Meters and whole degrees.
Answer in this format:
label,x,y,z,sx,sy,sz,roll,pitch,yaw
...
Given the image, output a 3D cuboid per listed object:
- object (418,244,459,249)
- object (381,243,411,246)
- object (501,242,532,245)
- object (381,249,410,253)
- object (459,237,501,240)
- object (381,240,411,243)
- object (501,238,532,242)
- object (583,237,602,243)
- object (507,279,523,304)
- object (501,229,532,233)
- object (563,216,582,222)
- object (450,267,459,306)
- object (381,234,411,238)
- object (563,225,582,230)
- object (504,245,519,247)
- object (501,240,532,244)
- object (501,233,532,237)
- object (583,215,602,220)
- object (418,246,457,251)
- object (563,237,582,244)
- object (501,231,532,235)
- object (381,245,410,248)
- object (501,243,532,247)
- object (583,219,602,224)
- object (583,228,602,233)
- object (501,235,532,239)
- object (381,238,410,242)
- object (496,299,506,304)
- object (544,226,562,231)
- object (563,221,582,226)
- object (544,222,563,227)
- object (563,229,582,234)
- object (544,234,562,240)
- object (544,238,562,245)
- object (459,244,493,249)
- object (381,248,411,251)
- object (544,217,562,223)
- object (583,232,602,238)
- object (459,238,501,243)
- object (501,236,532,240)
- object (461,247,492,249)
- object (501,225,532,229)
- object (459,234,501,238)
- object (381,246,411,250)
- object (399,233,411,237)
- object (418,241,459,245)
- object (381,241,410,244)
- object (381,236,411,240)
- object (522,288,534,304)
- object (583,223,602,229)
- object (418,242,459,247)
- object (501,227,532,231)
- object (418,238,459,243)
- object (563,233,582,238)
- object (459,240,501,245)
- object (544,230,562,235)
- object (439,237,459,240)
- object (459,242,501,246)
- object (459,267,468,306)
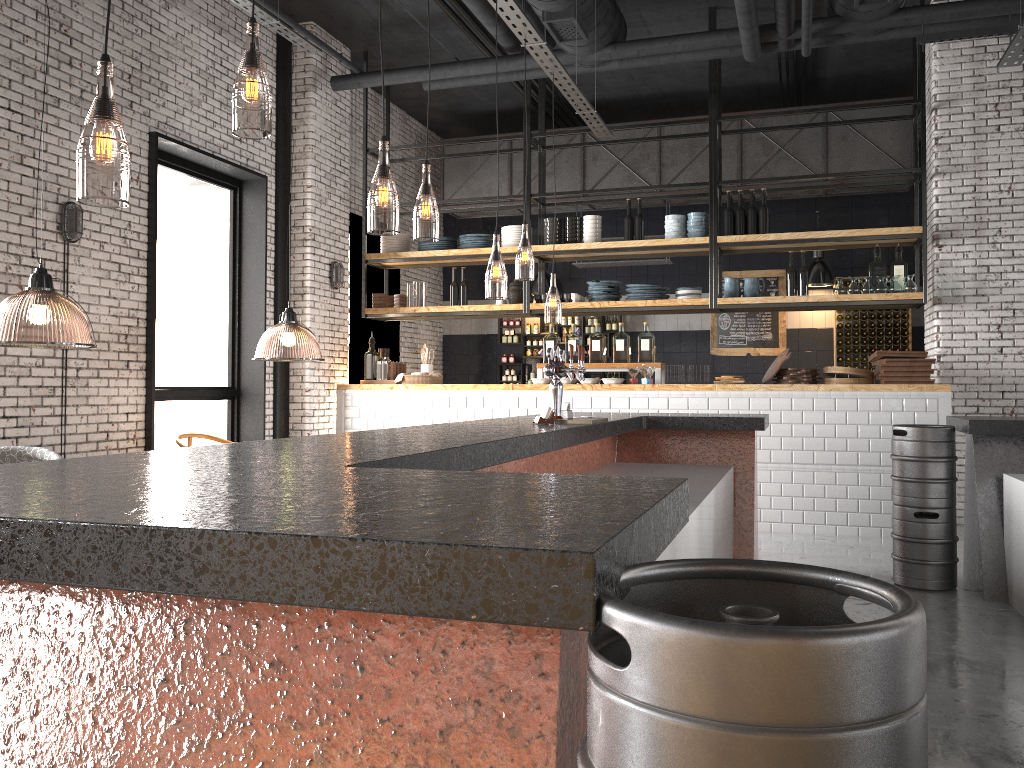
label,x,y,z,sx,sy,sz,roll,pitch,yaw
object,-0.815,-1.491,9.806,0.454,0.044,0.454,0,0,13
object,-1.308,-1.543,9.968,0.334,0.038,0.334,0,0,43
object,0.052,-1.485,9.525,0.335,0.037,0.334,0,0,-16
object,-1.308,-1.466,9.966,0.334,0.042,0.334,0,0,-33
object,-0.349,-1.562,9.656,0.454,0.050,0.453,0,0,-7
object,-1.307,-1.579,9.968,0.334,0.038,0.334,0,0,39
object,0.052,-1.524,9.527,0.335,0.039,0.334,0,0,-16
object,0.842,-1.479,9.270,0.196,0.105,0.196,0,-1,-4
object,0.042,-0.984,9.451,0.196,0.305,0.196,1,-1,-34
object,0.052,-1.617,9.530,0.335,0.044,0.334,0,0,-11
object,0.640,-1.701,9.347,0.196,0.103,0.196,0,-1,-6
object,-0.642,-1.063,9.894,0.098,0.471,0.098,0,-1,-4
object,-1.307,-1.637,9.970,0.335,0.042,0.334,0,0,14
object,0.638,-1.612,9.342,0.196,0.102,0.196,0,-1,28
object,0.052,-1.445,9.524,0.334,0.033,0.334,0,0,-34
object,0.051,-1.504,9.525,0.334,0.040,0.334,0,0,-18
object,0.051,-1.578,9.527,0.334,0.043,0.334,0,0,2
object,0.844,-1.701,9.282,0.196,0.103,0.196,0,-1,-4
object,-0.814,-1.467,9.805,0.454,0.043,0.454,0,0,21
object,0.639,-1.479,9.343,0.196,0.104,0.196,1,-1,-36
object,0.052,-1.598,9.529,0.335,0.041,0.334,0,0,-13
object,-1.309,-1.524,9.966,0.334,0.042,0.334,0,0,-22
object,0.052,-1.466,9.526,0.335,0.046,0.334,0,0,-1
object,0.842,-1.656,9.278,0.196,0.100,0.196,0,-1,14
object,0.842,-1.568,9.273,0.196,0.104,0.196,1,-1,-37
object,0.052,-1.559,9.527,0.334,0.039,0.334,0,0,26
object,-1.308,-1.598,9.968,0.335,0.035,0.334,0,0,-6
object,-0.118,-1.009,9.489,0.132,0.360,0.127,-1,-2,43
object,0.437,-1.612,9.408,0.196,0.100,0.196,0,-1,-16
object,0.638,-1.656,9.343,0.196,0.102,0.196,0,-1,11
object,0.441,-1.657,9.406,0.196,0.107,0.196,1,-1,-44
object,0.639,-1.568,9.338,0.196,0.107,0.196,0,-1,-11
object,0.435,-1.524,9.408,0.196,0.104,0.196,0,-1,-18
object,0.437,-1.479,9.407,0.196,0.102,0.196,0,-1,30
object,-0.348,-1.467,9.655,0.454,0.045,0.454,0,0,-7
object,-1.309,-1.485,9.966,0.334,0.039,0.334,0,0,5
object,0.435,-1.701,9.413,0.196,0.105,0.196,0,-1,39
object,0.840,-1.523,9.273,0.196,0.104,0.196,0,-1,-6
object,-0.349,-1.537,9.657,0.454,0.037,0.454,0,0,-28
object,0.052,-1.543,9.526,0.334,0.040,0.334,0,0,-27
object,-0.349,-1.443,9.654,0.454,0.033,0.454,0,0,26
object,0.052,-1.656,9.530,0.335,0.039,0.334,0,0,-8
object,-0.348,-1.584,9.657,0.454,0.039,0.454,0,0,37
object,-1.308,-1.505,9.967,0.335,0.044,0.334,0,0,-15
object,-1.307,-1.656,9.970,0.334,0.040,0.334,0,0,9
object,-0.814,-1.538,9.806,0.454,0.043,0.454,0,0,23
object,-1.309,-1.559,9.968,0.334,0.043,0.334,0,0,-33
object,-1.308,-1.618,9.969,0.334,0.040,0.334,0,0,8
object,0.134,-0.934,9.631,0.203,0.213,0.203,1,-1,-34
object,0.842,-1.612,9.280,0.196,0.103,0.196,0,-1,34
object,-0.813,-1.514,9.807,0.454,0.038,0.454,0,0,-5
object,0.052,-1.637,9.529,0.334,0.039,0.334,0,0,-7
object,-0.815,-1.562,9.808,0.454,0.048,0.454,0,0,15
object,0.639,-1.523,9.342,0.196,0.101,0.196,0,-1,37
object,-0.349,-1.514,9.655,0.454,0.038,0.454,0,0,19
object,0.437,-1.568,9.408,0.196,0.102,0.196,1,-1,-43
object,-0.814,-1.585,9.807,0.454,0.050,0.453,0,0,31
object,-0.350,-1.490,9.655,0.454,0.042,0.454,0,0,-22
object,-0.539,-1.063,9.861,0.098,0.471,0.098,0,-1,-4
